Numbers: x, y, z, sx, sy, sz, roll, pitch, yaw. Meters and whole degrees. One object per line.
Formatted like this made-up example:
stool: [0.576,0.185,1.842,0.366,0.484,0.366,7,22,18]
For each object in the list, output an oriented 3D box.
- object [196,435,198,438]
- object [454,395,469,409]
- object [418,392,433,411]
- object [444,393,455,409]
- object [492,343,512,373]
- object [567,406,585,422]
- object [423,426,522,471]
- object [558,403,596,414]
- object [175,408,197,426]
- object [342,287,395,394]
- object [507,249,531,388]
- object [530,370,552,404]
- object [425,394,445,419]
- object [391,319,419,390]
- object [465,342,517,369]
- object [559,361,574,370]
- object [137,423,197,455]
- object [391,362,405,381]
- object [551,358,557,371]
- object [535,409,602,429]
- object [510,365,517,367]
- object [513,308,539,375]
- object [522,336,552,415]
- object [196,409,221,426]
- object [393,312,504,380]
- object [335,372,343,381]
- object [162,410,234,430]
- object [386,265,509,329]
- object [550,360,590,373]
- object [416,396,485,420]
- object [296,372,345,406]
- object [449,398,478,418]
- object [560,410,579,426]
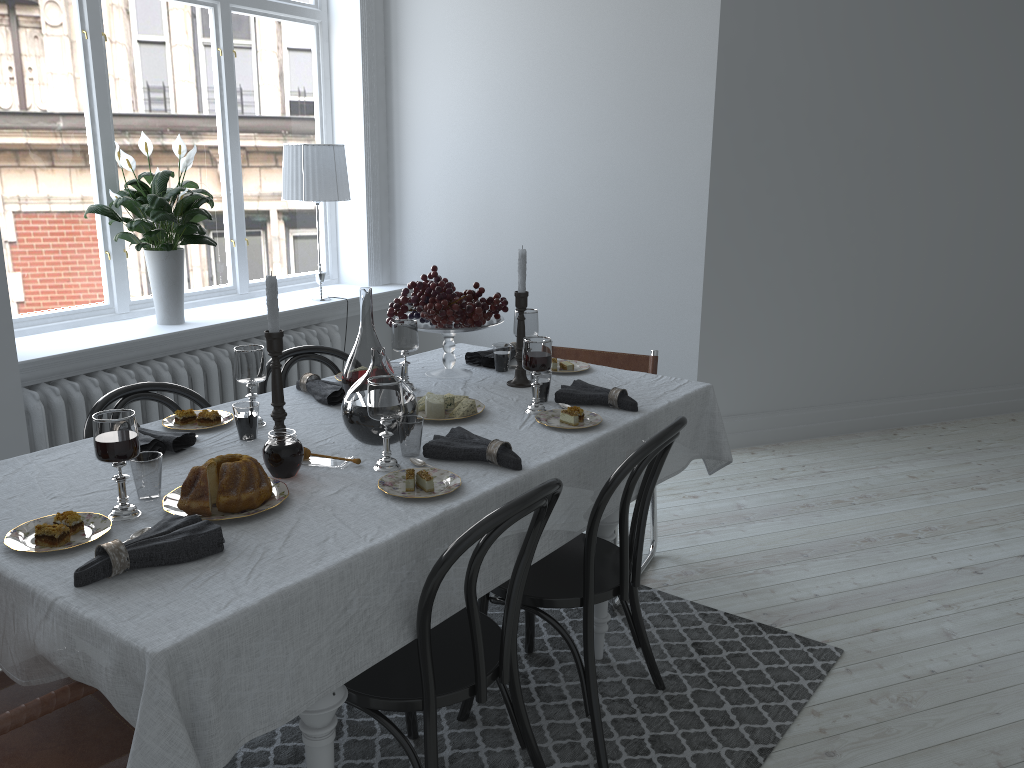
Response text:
object: [-0.859,0.133,2.278,0.131,0.012,0.031,6,15,20]
object: [-0.144,0.061,2.525,0.040,0.040,0.077,0,14,-2]
object: [-0.254,0.050,2.558,0.077,0.040,0.039,-12,19,-40]
object: [-0.193,0.054,2.556,0.040,0.039,0.077,12,18,37]
object: [-0.034,-0.087,2.996,0.066,0.094,0.066,-9,17,-31]
object: [0.175,0.082,2.457,0.051,0.039,0.036,5,15,18]
object: [-0.072,0.147,2.160,0.247,0.061,0.165,5,15,17]
object: [0.189,0.072,2.552,0.131,0.012,0.031,11,18,35]
object: [-0.883,0.088,2.399,0.051,0.039,0.036,-13,20,-42]
object: [-0.409,-0.097,2.512,0.152,0.352,0.152,8,16,28]
object: [0.029,-0.208,2.788,0.089,0.432,0.089,1,14,1]
object: [0.085,0.008,2.632,0.066,0.094,0.066,-9,17,-31]
object: [-0.217,0.063,2.485,0.056,0.056,0.100,-1,14,-4]
object: [-0.331,-0.088,2.754,0.083,0.215,0.083,-6,16,-25]
object: [-0.065,-0.109,3.157,0.165,0.061,0.247,5,15,17]
object: [0.186,-0.063,3.057,0.037,0.021,0.057,-5,15,-21]
object: [-0.930,0.136,2.173,0.247,0.061,0.165,5,15,17]
object: [-0.358,-0.014,2.702,0.066,0.094,0.066,-2,15,-10]
object: [0.145,-0.069,3.046,0.021,0.037,0.057,0,14,0]
object: [0.156,0.100,2.438,0.182,0.013,0.182,-1,15,-6]
object: [0.031,-0.071,3.100,0.031,0.012,0.131,9,17,30]
object: [0.047,-0.141,2.973,0.083,0.215,0.083,-4,15,-16]
object: [0.070,-0.023,2.516,0.083,0.215,0.083,-4,15,-16]
object: [-0.815,0.090,2.388,0.057,0.041,0.038,6,15,20]
object: [-0.210,-0.125,2.947,0.367,0.188,0.367,6,15,19]
object: [-0.482,-0.020,2.885,0.182,0.013,0.182,-5,15,-21]
object: [-0.848,0.102,2.398,0.182,0.013,0.182,-5,15,-21]
object: [-0.197,-0.285,2.909,0.347,0.215,0.318,9,17,30]
object: [0.177,-0.057,3.052,0.182,0.013,0.182,-2,15,-11]
object: [-0.205,0.073,2.525,0.251,0.018,0.251,-5,15,-21]
object: [-0.576,0.014,2.659,0.247,0.061,0.165,5,15,17]
object: [-0.136,0.065,2.463,0.039,0.040,0.078,14,19,42]
object: [0.156,0.091,2.422,0.021,0.037,0.057,-11,19,-39]
